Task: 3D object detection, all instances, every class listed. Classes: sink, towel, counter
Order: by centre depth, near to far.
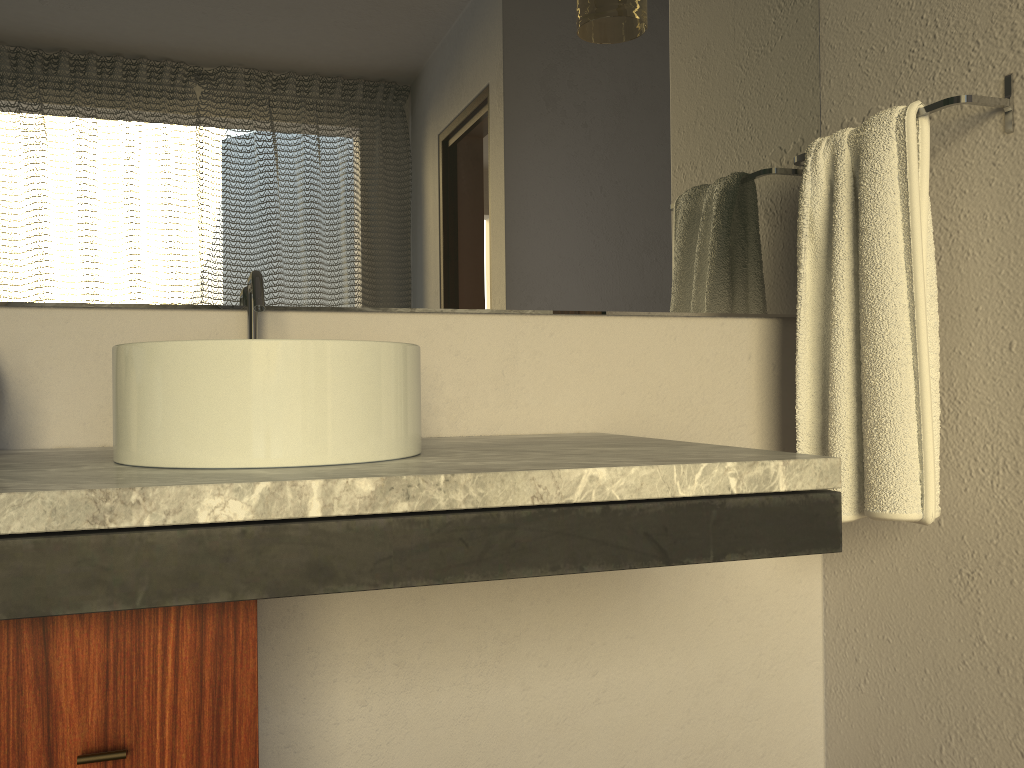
[{"bbox_3d":[-0.810,0.142,0.884,2.226,0.101,0.596,-1,0,-18],"label":"counter"},{"bbox_3d":[-0.288,0.021,1.066,0.348,0.131,0.366,-1,0,-41],"label":"sink"},{"bbox_3d":[0.549,-0.096,1.381,0.161,0.636,0.258,-1,0,-2],"label":"towel"}]

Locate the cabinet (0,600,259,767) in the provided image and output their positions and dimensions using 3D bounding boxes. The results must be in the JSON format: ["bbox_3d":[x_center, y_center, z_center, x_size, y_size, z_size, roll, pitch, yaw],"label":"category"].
[{"bbox_3d":[-0.632,0.487,0.978,0.649,0.599,0.520,-1,0,-19],"label":"cabinet"}]

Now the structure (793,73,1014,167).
[{"bbox_3d":[0.599,-0.395,1.410,0.101,0.088,0.375,-1,0,-20],"label":"structure"}]

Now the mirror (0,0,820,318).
[{"bbox_3d":[-1.351,-0.677,1.022,4.020,1.152,0.017,-1,0,-18],"label":"mirror"}]

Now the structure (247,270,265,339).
[{"bbox_3d":[-0.373,-0.033,1.214,0.065,0.242,0.167,-1,0,-16],"label":"structure"}]
